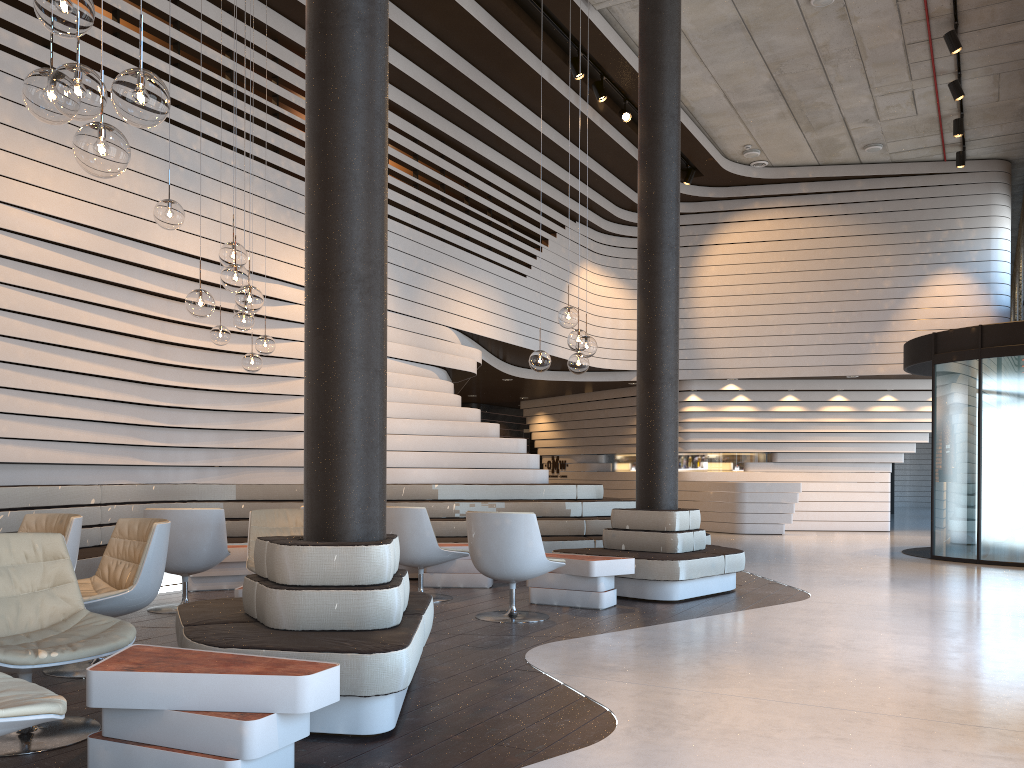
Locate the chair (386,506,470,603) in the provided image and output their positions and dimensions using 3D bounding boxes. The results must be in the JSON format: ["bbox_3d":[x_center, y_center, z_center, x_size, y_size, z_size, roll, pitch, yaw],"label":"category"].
[{"bbox_3d":[-0.739,1.375,7.231,0.661,0.765,0.707,-2,-3,44],"label":"chair"}]

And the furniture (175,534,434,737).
[{"bbox_3d":[-1.045,1.079,4.148,1.274,0.721,1.780,0,-5,-1],"label":"furniture"}]

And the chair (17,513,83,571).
[{"bbox_3d":[-2.873,1.142,5.091,0.660,0.765,0.708,-1,-3,36],"label":"chair"}]

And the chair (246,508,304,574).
[{"bbox_3d":[-1.490,1.248,6.042,0.654,0.765,0.715,1,-3,-22],"label":"chair"}]

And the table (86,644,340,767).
[{"bbox_3d":[-1.068,1.132,2.976,0.909,0.370,0.413,-2,-4,21],"label":"table"}]

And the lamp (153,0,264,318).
[{"bbox_3d":[-1.748,-2.757,5.126,0.311,4.738,0.659,1,0,37],"label":"lamp"}]

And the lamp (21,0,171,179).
[{"bbox_3d":[-1.298,-2.994,2.713,0.546,4.671,0.292,0,0,14],"label":"lamp"}]

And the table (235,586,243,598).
[{"bbox_3d":[-1.212,1.367,5.270,0.902,0.370,0.416,3,-4,-24],"label":"table"}]

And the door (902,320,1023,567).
[{"bbox_3d":[6.719,0.844,11.196,3.223,2.849,3.243,-2,-4,35],"label":"door"}]

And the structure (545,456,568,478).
[{"bbox_3d":[0.977,1.824,19.429,0.017,0.469,0.807,0,-3,-36],"label":"structure"}]

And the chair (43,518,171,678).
[{"bbox_3d":[-2.165,1.097,4.609,0.707,0.765,0.661,3,-3,-41],"label":"chair"}]

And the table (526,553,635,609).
[{"bbox_3d":[0.472,1.550,6.952,0.911,0.370,0.412,-3,-4,31],"label":"table"}]

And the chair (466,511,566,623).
[{"bbox_3d":[0.009,1.284,6.317,0.660,0.765,0.709,-1,-3,29],"label":"chair"}]

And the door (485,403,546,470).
[{"bbox_3d":[0.101,1.788,20.556,1.782,2.699,0.079,-1,0,33],"label":"door"}]

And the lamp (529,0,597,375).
[{"bbox_3d":[1.744,-1.828,12.177,9.083,4.606,41.860,-2,-6,28],"label":"lamp"}]

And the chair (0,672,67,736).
[{"bbox_3d":[-1.611,0.869,2.371,0.707,0.765,0.661,3,-3,-44],"label":"chair"}]

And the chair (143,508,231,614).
[{"bbox_3d":[-2.459,1.303,6.631,0.654,0.765,0.715,1,-3,-17],"label":"chair"}]

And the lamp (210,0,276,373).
[{"bbox_3d":[-2.220,-2.456,7.268,0.531,4.711,0.333,0,0,-10],"label":"lamp"}]

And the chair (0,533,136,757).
[{"bbox_3d":[-1.867,0.973,3.398,0.714,0.765,0.655,-1,-3,32],"label":"chair"}]

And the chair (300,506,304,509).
[{"bbox_3d":[-1.738,1.382,7.356,0.714,0.765,0.655,-1,-3,28],"label":"chair"}]

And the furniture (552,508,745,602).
[{"bbox_3d":[1.350,1.454,7.670,1.765,0.721,1.285,3,-5,-26],"label":"furniture"}]

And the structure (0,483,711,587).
[{"bbox_3d":[-3.529,0.964,4.176,5.801,0.925,18.198,-2,-6,25],"label":"structure"}]

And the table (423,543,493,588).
[{"bbox_3d":[-0.487,1.658,8.056,0.906,0.370,0.415,0,-3,1],"label":"table"}]

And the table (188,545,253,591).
[{"bbox_3d":[-2.547,1.621,7.805,0.902,0.370,0.416,3,-4,-24],"label":"table"}]
